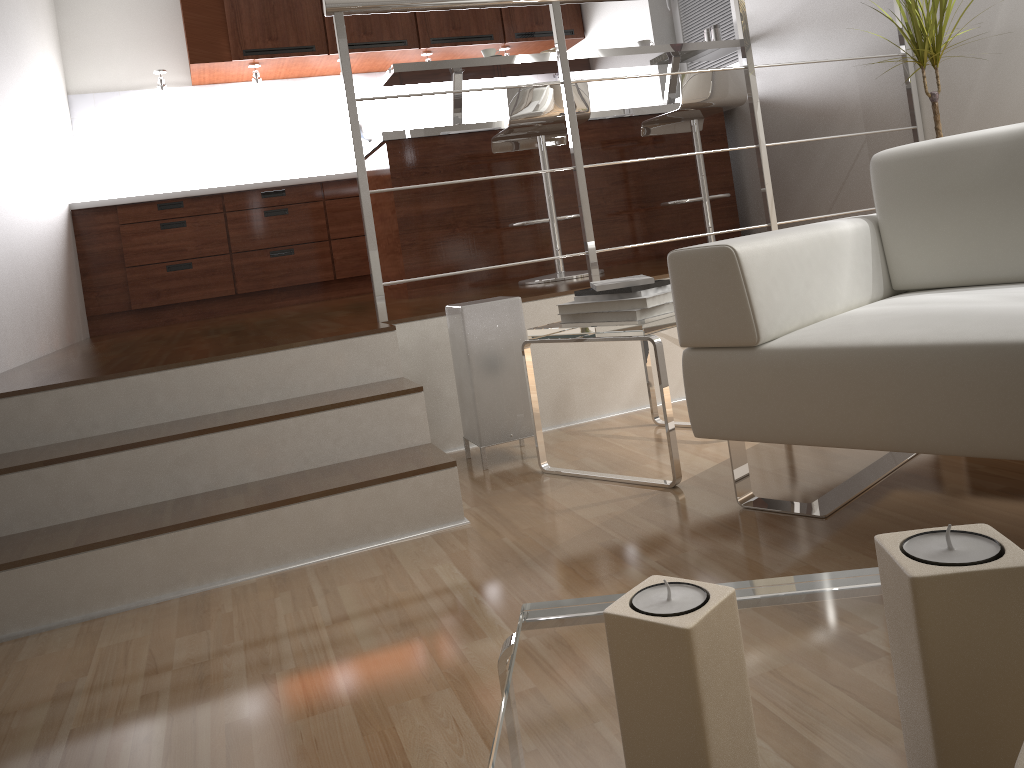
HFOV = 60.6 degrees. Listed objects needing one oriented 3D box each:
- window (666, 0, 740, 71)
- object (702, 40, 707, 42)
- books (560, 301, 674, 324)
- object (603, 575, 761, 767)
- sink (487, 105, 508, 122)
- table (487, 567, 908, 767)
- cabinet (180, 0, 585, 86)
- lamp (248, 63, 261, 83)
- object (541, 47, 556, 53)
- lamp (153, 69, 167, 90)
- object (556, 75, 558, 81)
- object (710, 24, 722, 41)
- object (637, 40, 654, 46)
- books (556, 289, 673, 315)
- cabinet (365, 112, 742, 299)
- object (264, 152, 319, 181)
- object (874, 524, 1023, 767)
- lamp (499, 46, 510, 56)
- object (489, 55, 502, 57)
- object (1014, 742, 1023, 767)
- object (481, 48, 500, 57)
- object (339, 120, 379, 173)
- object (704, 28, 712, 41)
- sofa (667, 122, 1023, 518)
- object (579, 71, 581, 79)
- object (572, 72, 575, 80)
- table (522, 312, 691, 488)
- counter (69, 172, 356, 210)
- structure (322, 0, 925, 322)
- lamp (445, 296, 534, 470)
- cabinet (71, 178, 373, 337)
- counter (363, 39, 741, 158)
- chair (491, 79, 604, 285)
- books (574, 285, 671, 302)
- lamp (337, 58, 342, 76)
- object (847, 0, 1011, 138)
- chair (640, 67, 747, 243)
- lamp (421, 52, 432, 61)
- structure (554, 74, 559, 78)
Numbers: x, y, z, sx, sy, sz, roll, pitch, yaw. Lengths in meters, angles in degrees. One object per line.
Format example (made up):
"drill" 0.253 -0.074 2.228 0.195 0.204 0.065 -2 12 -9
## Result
"window" 1.133 -2.342 5.098 0.143 1.262 0.842 -8 3 -18
"object" 1.037 -1.814 4.667 0.051 0.045 0.051 -6 6 29
"books" 0.307 -0.200 2.380 0.230 0.027 0.286 -15 11 -38
"object" 0.114 0.205 0.586 0.066 0.150 0.068 -7 2 42
"sink" 0.167 -1.807 6.511 0.677 0.576 0.601 -10 5 -18
"table" 0.352 0.376 0.564 0.792 0.248 0.710 -7 8 6
"cabinet" -0.883 -2.598 6.195 2.739 0.634 0.651 -11 5 -19
"lamp" -1.671 -2.022 5.712 0.079 0.124 0.081 -7 3 21
"object" 0.223 -1.658 4.393 0.141 0.041 0.130 -11 9 -17
"lamp" -2.213 -1.913 5.523 0.079 0.124 0.081 -7 3 21
"object" 0.360 -2.211 6.802 0.033 0.381 0.064 -8 0 -18
"object" 1.091 -1.855 4.668 0.053 0.111 0.052 -9 2 -35
"object" 0.685 -1.740 4.500 0.079 0.045 0.068 -6 7 18
"books" 0.303 -0.227 2.380 0.285 0.027 0.231 -1 12 41
"cabinet" 0.222 -0.977 4.708 1.862 0.748 0.633 -11 4 -19
"object" -1.540 -1.499 6.131 0.372 0.240 0.156 -10 3 -18
"object" 0.259 0.176 0.492 0.067 0.196 0.067 -8 1 7
"lamp" -0.044 -2.351 6.282 0.079 0.124 0.081 -7 3 21
"object" -0.118 -1.549 4.181 0.130 0.008 0.140 -11 9 -16
"object" 0.266 0.216 0.373 0.066 0.150 0.068 -7 2 42
"object" -0.106 -1.574 4.182 0.078 0.045 0.068 -5 7 25
"object" -1.036 -1.675 6.263 0.332 0.404 0.163 -10 2 -19
"object" 1.065 -1.859 4.720 0.053 0.109 0.052 -10 2 -35
"sofa" 1.266 -0.152 1.477 0.921 0.735 1.772 -13 9 -43
"object" 0.502 -2.168 6.402 0.024 0.380 0.071 -8 0 -18
"object" 0.481 -2.194 6.526 0.043 0.364 0.090 -8 1 -19
"table" 0.402 -0.009 2.449 0.559 0.398 0.461 -14 8 -43
"counter" -1.736 -1.278 5.823 2.119 0.040 0.683 -11 9 -19
"structure" 0.556 -0.932 3.177 2.341 1.049 0.057 -11 1 -19
"lamp" -0.055 -0.015 2.654 0.194 0.479 0.198 -9 1 -18
"cabinet" -1.027 -1.034 6.052 3.530 0.797 0.680 -11 5 -19
"counter" 0.271 -1.519 4.676 2.119 0.316 0.841 -11 8 -19
"chair" 0.164 -0.890 3.917 0.391 0.845 0.425 -9 2 -14
"books" 0.300 -0.247 2.380 0.215 0.014 0.154 -1 12 41
"lamp" -1.129 -2.132 5.902 0.079 0.124 0.081 -7 3 21
"object" 1.371 -0.746 2.795 0.503 1.469 0.440 -8 1 -6
"chair" 0.908 -1.040 4.178 0.391 0.845 0.424 -9 2 -23
"lamp" -0.587 -2.242 6.092 0.079 0.124 0.081 -7 3 21
"structure" 0.437 -2.390 6.613 0.049 0.034 0.599 -10 9 -18
